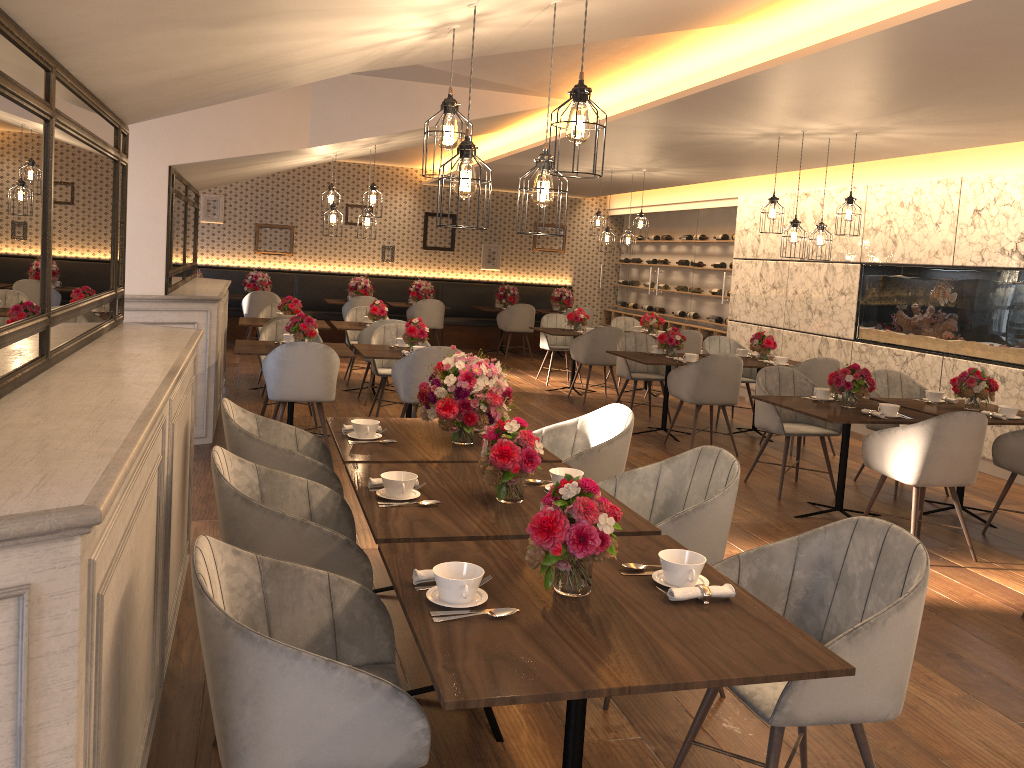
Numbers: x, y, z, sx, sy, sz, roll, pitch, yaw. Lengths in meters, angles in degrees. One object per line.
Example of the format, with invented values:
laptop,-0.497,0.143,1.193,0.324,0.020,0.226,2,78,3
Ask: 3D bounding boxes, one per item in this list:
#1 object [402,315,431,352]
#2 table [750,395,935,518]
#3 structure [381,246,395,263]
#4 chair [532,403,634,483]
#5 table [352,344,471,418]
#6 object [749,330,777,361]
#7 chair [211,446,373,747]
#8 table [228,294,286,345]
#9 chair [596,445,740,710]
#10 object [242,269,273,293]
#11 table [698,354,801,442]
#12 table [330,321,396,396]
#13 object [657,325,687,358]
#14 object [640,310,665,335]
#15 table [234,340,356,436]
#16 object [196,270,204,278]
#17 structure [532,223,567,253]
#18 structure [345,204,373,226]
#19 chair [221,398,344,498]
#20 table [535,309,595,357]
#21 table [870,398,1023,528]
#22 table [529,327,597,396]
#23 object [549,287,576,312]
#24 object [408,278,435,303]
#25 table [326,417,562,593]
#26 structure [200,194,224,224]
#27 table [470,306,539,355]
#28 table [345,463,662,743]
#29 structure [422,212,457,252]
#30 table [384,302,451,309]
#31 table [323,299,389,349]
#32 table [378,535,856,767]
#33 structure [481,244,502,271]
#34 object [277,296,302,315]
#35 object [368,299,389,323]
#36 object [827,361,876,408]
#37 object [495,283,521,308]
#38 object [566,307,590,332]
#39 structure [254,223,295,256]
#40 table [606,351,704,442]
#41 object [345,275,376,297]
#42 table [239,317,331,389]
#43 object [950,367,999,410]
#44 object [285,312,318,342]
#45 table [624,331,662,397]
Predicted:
object,-0.787,-0.416,7.315,0.234,0.300,0.307,4,6,2
table,2.150,0.511,5.746,0.896,0.717,0.902,2,7,-17
structure,-2.040,-2.142,14.594,0.216,0.276,0.018,2,5,-17
chair,0.268,0.529,4.232,0.526,0.868,0.568,2,6,-17
table,-0.851,0.086,7.379,0.896,0.717,0.902,2,7,-17
object,2.407,-0.372,8.455,0.234,0.300,0.307,2,7,-15
chair,-0.737,0.647,2.941,0.526,0.868,0.568,2,6,-17
table,-3.789,-0.933,13.228,0.896,0.717,0.902,2,7,-17
chair,0.531,0.673,3.335,0.526,0.868,0.568,2,6,-17
object,-3.762,-1.487,13.092,0.419,0.423,0.408,0,7,-28
table,2.349,0.136,8.481,0.896,0.717,0.902,2,7,-17
table,-1.500,-0.271,9.600,0.896,0.717,0.902,2,7,-17
object,1.486,-0.397,8.212,0.305,0.300,0.235,-2,8,-39
object,1.712,-0.752,10.820,0.305,0.300,0.235,4,6,5
table,-1.770,0.066,7.108,0.896,0.717,0.902,2,7,-17
object,-4.672,-1.508,12.828,0.406,0.423,0.421,7,7,25
structure,0.656,-2.529,15.338,0.601,0.483,0.032,2,5,-17
structure,-2.486,-2.744,14.402,0.448,0.343,0.016,2,5,-17
chair,-0.999,0.503,3.838,0.526,0.868,0.568,2,6,-17
table,0.762,-0.831,14.578,0.896,0.717,0.902,2,7,-17
table,3.069,0.531,6.019,0.896,0.717,0.902,2,7,-17
table,0.738,-0.265,10.576,0.896,0.717,0.902,2,7,-17
object,0.822,-1.388,14.464,0.406,0.423,0.421,7,7,27
object,-1.407,-1.435,13.779,0.419,0.423,0.408,2,7,-14
table,-0.369,0.595,4.011,0.896,0.717,0.902,2,7,-17
structure,-4.656,-2.723,13.756,0.340,0.438,0.035,2,5,-17
table,-0.157,-0.852,14.305,0.896,0.717,0.902,2,7,-17
table,-0.107,0.739,3.114,0.896,0.717,0.902,2,7,-17
structure,-1.212,-2.540,14.796,0.543,0.629,0.035,2,5,-17
table,-1.513,-0.882,13.903,0.896,0.717,0.902,2,7,-17
table,-2.432,-0.903,13.631,0.896,0.717,0.902,2,7,-17
table,0.156,0.883,2.217,0.896,0.717,0.902,2,7,-17
structure,-0.352,-2.160,15.080,0.340,0.438,0.035,2,5,-17
object,-2.331,-0.790,9.254,0.234,0.300,0.307,-2,8,-41
object,-1.435,-0.771,9.533,0.234,0.300,0.307,4,6,2
object,2.206,-0.001,5.751,0.305,0.300,0.235,6,6,16
object,-0.075,-1.407,14.187,0.406,0.423,0.421,7,7,25
object,0.794,-0.777,10.580,0.305,0.300,0.235,-2,8,-39
structure,-3.772,-2.290,14.060,0.601,0.483,0.032,2,5,-17
table,1.430,0.115,8.209,0.896,0.717,0.902,2,7,-17
object,-2.328,-1.468,13.610,0.406,0.423,0.421,7,7,27
table,-2.419,-0.291,9.327,0.896,0.717,0.902,2,7,-17
object,3.123,0.022,5.993,0.305,0.300,0.235,4,6,5
object,-1.683,-0.434,7.037,0.234,0.300,0.307,-2,8,-41
table,1.657,-0.245,10.848,0.896,0.717,0.902,2,7,-17
